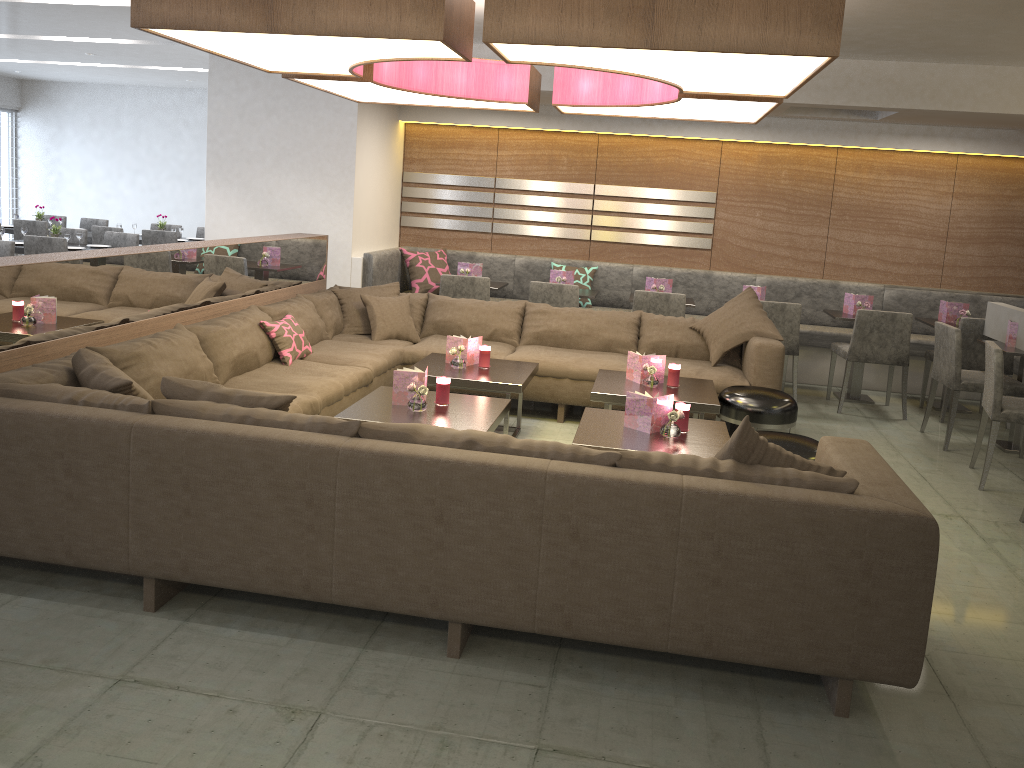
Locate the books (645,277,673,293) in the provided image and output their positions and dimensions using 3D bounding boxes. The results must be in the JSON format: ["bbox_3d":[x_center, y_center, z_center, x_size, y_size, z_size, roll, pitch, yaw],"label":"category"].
[{"bbox_3d":[1.178,-0.771,7.104,0.157,0.162,0.144,-1,11,-26],"label":"books"}]

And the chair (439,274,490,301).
[{"bbox_3d":[-0.370,-0.493,6.963,0.477,0.754,0.498,4,9,1],"label":"chair"}]

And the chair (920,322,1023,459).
[{"bbox_3d":[2.967,0.019,5.647,0.492,0.754,0.482,5,9,7],"label":"chair"}]

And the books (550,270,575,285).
[{"bbox_3d":[0.408,-0.849,7.224,0.143,0.162,0.158,9,11,28],"label":"books"}]

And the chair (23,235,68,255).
[{"bbox_3d":[-4.040,-0.947,7.905,0.477,0.754,0.498,5,9,4],"label":"chair"}]

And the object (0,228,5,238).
[{"bbox_3d":[-4.685,-1.364,8.117,0.053,0.138,0.054,-2,10,-33],"label":"object"}]

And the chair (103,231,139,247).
[{"bbox_3d":[-3.922,-1.077,8.547,0.478,0.754,0.497,6,9,14],"label":"chair"}]

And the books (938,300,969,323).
[{"bbox_3d":[3.380,-0.548,6.768,0.157,0.162,0.144,5,10,4],"label":"books"}]

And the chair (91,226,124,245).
[{"bbox_3d":[-4.277,-1.343,9.672,0.478,0.754,0.497,6,9,14],"label":"chair"}]

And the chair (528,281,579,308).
[{"bbox_3d":[0.354,-0.422,6.863,0.478,0.754,0.497,6,9,15],"label":"chair"}]

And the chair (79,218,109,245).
[{"bbox_3d":[-5.125,-1.584,10.523,0.478,0.754,0.497,6,9,14],"label":"chair"}]

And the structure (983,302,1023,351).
[{"bbox_3d":[3.122,-0.203,4.897,0.095,0.229,2.518,5,12,8],"label":"structure"}]

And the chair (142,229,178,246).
[{"bbox_3d":[-3.749,-1.302,9.648,0.477,0.754,0.498,5,9,4],"label":"chair"}]

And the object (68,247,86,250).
[{"bbox_3d":[-3.965,-1.223,7.977,0.216,0.015,0.220,2,12,-11],"label":"object"}]

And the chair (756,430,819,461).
[{"bbox_3d":[1.152,0.444,3.819,0.423,0.446,0.427,5,10,5],"label":"chair"}]

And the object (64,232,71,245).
[{"bbox_3d":[-4.061,-1.312,8.072,0.053,0.138,0.054,-2,10,-33],"label":"object"}]

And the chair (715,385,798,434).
[{"bbox_3d":[1.316,0.245,4.798,0.422,0.446,0.428,2,10,-10],"label":"chair"}]

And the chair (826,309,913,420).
[{"bbox_3d":[2.627,-0.183,6.476,0.477,0.754,0.497,5,9,8],"label":"chair"}]

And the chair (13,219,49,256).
[{"bbox_3d":[-5.243,-1.454,9.881,0.477,0.754,0.498,5,9,4],"label":"chair"}]

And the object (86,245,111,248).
[{"bbox_3d":[-3.902,-1.300,8.355,0.216,0.015,0.220,2,12,-11],"label":"object"}]

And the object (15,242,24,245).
[{"bbox_3d":[-4.541,-1.281,8.067,0.216,0.015,0.220,2,12,-11],"label":"object"}]

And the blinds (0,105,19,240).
[{"bbox_3d":[-7.232,-2.494,10.640,0.045,2.018,3.694,5,11,8],"label":"blinds"}]

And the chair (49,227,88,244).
[{"bbox_3d":[-4.458,-1.133,8.639,0.477,0.754,0.498,5,9,4],"label":"chair"}]

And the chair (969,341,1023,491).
[{"bbox_3d":[2.822,0.188,4.815,0.494,0.754,0.481,7,10,21],"label":"chair"}]

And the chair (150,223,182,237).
[{"bbox_3d":[-4.166,-1.488,10.382,0.477,0.754,0.498,5,9,4],"label":"chair"}]

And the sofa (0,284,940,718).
[{"bbox_3d":[-0.120,0.105,4.468,3.182,0.668,3.811,6,12,9],"label":"sofa"}]

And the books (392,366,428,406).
[{"bbox_3d":[-0.431,0.013,4.083,0.258,0.162,0.144,-2,11,-27],"label":"books"}]

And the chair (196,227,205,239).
[{"bbox_3d":[-3.631,-1.432,10.290,0.478,0.754,0.497,6,9,14],"label":"chair"}]

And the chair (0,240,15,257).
[{"bbox_3d":[-4.202,-0.736,6.873,0.478,0.754,0.497,6,9,14],"label":"chair"}]

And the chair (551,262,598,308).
[{"bbox_3d":[0.529,-0.861,7.802,0.427,0.391,0.221,6,9,9],"label":"chair"}]

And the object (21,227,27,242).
[{"bbox_3d":[-4.637,-1.423,8.403,0.053,0.138,0.054,-2,10,-33],"label":"object"}]

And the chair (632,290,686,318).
[{"bbox_3d":[1.106,-0.344,6.739,0.477,0.754,0.497,6,9,11],"label":"chair"}]

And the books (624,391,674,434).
[{"bbox_3d":[0.607,0.119,3.921,0.144,0.162,0.158,13,13,43],"label":"books"}]

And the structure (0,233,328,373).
[{"bbox_3d":[-1.797,-0.234,4.720,0.224,0.995,3.819,5,12,8],"label":"structure"}]

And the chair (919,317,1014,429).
[{"bbox_3d":[3.321,-0.123,6.415,0.477,0.754,0.498,5,9,6],"label":"chair"}]

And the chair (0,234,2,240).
[{"bbox_3d":[-4.568,-0.988,7.930,0.478,0.754,0.497,6,9,14],"label":"chair"}]

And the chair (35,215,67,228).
[{"bbox_3d":[-5.661,-1.641,10.615,0.477,0.754,0.498,5,9,4],"label":"chair"}]

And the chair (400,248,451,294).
[{"bbox_3d":[-0.730,-0.986,7.836,0.492,0.423,0.298,-4,12,-37],"label":"chair"}]

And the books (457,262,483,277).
[{"bbox_3d":[-0.350,-0.926,7.342,0.143,0.162,0.158,9,11,28],"label":"books"}]

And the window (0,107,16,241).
[{"bbox_3d":[-7.339,-2.477,10.651,0.159,2.048,3.702,5,11,8],"label":"window"}]

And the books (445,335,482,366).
[{"bbox_3d":[-0.277,-0.198,5.111,0.143,0.162,0.158,9,11,28],"label":"books"}]

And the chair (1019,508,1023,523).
[{"bbox_3d":[2.679,0.360,3.970,0.492,0.754,0.482,5,9,6],"label":"chair"}]

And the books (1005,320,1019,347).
[{"bbox_3d":[3.245,-0.312,5.627,0.158,0.162,0.144,8,11,23],"label":"books"}]

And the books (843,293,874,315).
[{"bbox_3d":[2.689,-0.617,6.868,0.157,0.162,0.145,2,10,-11],"label":"books"}]

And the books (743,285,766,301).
[{"bbox_3d":[1.912,-0.696,6.989,0.143,0.162,0.158,9,11,28],"label":"books"}]

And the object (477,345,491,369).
[{"bbox_3d":[-0.155,-0.156,5.012,0.075,0.127,0.076,1,9,-18],"label":"object"}]

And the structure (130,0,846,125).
[{"bbox_3d":[0.053,-1.697,4.116,2.448,0.611,2.471,6,12,9],"label":"structure"}]

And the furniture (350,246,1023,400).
[{"bbox_3d":[1.340,-0.177,5.814,5.652,0.844,4.308,6,12,9],"label":"furniture"}]

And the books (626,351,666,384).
[{"bbox_3d":[0.749,-0.093,4.949,0.157,0.162,0.144,-1,11,-26],"label":"books"}]

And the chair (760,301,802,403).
[{"bbox_3d":[1.884,-0.263,6.612,0.477,0.754,0.498,5,9,5],"label":"chair"}]
